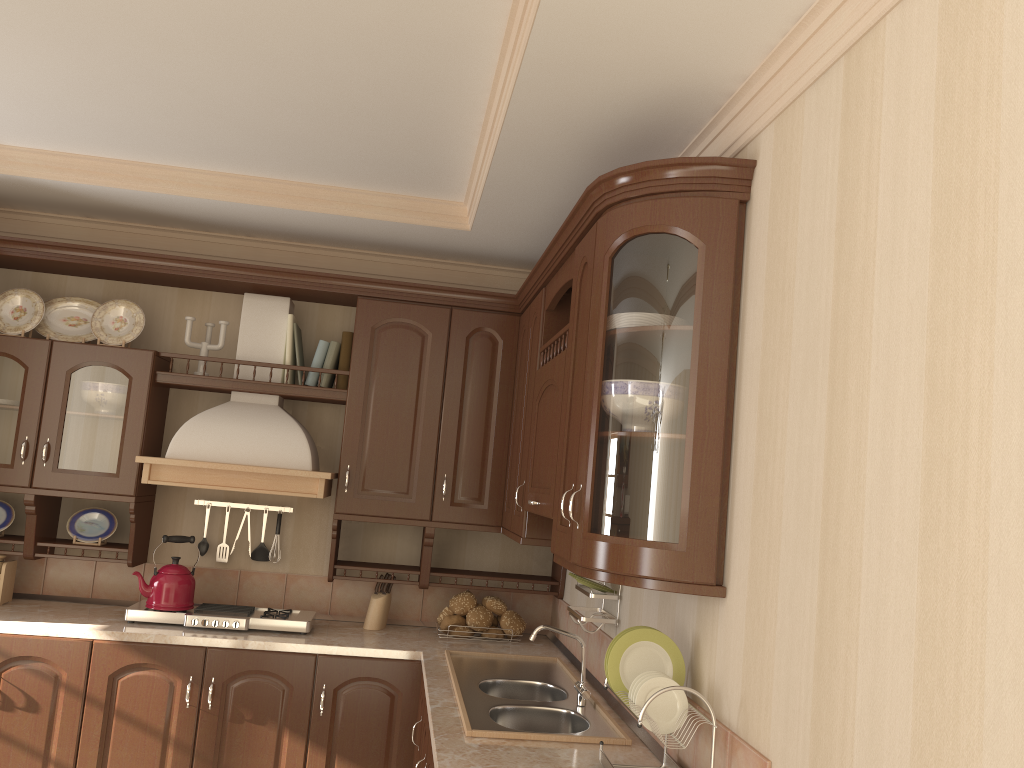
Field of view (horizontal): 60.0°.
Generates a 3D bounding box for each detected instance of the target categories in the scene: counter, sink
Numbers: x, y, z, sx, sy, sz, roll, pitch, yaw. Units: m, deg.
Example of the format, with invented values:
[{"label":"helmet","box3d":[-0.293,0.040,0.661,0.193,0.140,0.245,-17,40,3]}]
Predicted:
[{"label":"counter","box3d":[-0.966,0.908,2.694,2.603,0.034,2.422,6,-6,-7]},{"label":"sink","box3d":[0.038,0.934,2.889,0.448,0.348,1.077,6,-6,-7]}]

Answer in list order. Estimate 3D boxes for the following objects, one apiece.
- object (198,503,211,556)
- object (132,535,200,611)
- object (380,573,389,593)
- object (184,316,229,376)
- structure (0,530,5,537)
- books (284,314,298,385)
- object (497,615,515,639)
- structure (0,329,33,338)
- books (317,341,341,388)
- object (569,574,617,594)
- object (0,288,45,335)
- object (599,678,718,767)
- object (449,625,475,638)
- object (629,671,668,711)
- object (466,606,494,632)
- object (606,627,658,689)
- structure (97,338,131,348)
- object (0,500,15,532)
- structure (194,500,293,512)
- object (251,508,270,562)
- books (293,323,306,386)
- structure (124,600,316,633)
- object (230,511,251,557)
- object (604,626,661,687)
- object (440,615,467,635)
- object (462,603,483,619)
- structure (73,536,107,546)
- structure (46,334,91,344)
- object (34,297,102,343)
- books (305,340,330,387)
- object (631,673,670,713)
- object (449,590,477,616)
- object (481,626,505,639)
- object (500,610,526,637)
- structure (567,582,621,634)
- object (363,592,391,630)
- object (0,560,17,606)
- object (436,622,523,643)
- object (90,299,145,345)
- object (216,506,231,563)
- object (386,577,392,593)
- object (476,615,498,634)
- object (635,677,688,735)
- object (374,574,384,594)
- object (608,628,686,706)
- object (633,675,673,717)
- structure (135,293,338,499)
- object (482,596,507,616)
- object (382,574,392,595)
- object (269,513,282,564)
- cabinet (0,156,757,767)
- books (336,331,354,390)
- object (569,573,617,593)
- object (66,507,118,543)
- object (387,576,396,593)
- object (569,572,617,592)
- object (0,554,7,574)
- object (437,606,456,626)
[{"label":"object","box3d":[-1.335,0.634,3.865,0.048,0.231,0.015,6,-6,-5]},{"label":"object","box3d":[-1.353,0.743,3.517,0.181,0.282,0.227,3,-7,16]},{"label":"object","box3d":[-0.569,0.918,3.859,0.027,0.191,0.052,0,-8,39]},{"label":"object","box3d":[-1.339,-0.154,3.812,0.163,0.248,0.174,11,-9,-44]},{"label":"structure","box3d":[-2.162,0.565,3.661,0.110,0.126,0.080,6,-6,-7]},{"label":"books","box3d":[-0.971,-0.141,3.900,0.042,0.305,0.194,6,-6,-7]},{"label":"object","box3d":[-0.022,1.051,3.854,0.091,0.100,0.125,6,-6,-11]},{"label":"structure","box3d":[-2.068,-0.253,3.695,0.110,0.126,0.080,6,-6,-7]},{"label":"books","box3d":[-0.799,-0.075,3.907,0.080,0.209,0.205,6,-6,-7]},{"label":"object","box3d":[0.270,0.670,2.972,0.167,0.051,0.174,6,-6,-7]},{"label":"object","box3d":[-2.068,-0.303,3.703,0.220,0.210,0.068,6,-6,-9]},{"label":"object","box3d":[0.326,0.794,2.033,0.172,0.275,0.359,6,-6,-6]},{"label":"object","box3d":[-0.215,1.052,3.803,0.114,0.058,0.119,11,-8,-41]},{"label":"object","box3d":[0.330,0.730,2.059,0.123,0.119,0.034,6,-6,-7]},{"label":"object","box3d":[-0.139,0.997,3.774,0.110,0.102,0.115,3,-7,22]},{"label":"object","box3d":[0.324,0.692,2.163,0.193,0.188,0.047,6,-6,-6]},{"label":"structure","box3d":[-1.673,-0.213,3.741,0.110,0.126,0.080,6,-6,-7]},{"label":"object","box3d":[-2.163,0.548,3.666,0.202,0.143,0.071,6,-6,-9]},{"label":"structure","box3d":[-1.179,0.538,3.903,0.422,0.020,0.008,6,-6,-7]},{"label":"object","box3d":[-1.094,0.664,3.907,0.088,0.236,0.028,6,-6,-7]},{"label":"books","box3d":[-0.935,-0.119,3.909,0.068,0.271,0.194,6,-6,-7]},{"label":"structure","box3d":[-1.163,0.932,3.569,0.710,0.054,0.325,6,-6,-7]},{"label":"object","box3d":[-1.177,0.656,3.884,0.089,0.195,0.005,6,-6,-7]},{"label":"object","box3d":[0.322,0.694,2.181,0.193,0.188,0.047,6,-6,-6]},{"label":"object","box3d":[-0.250,1.027,3.779,0.104,0.092,0.114,0,-8,40]},{"label":"object","box3d":[-0.164,0.997,3.873,0.110,0.092,0.113,-1,-9,45]},{"label":"structure","box3d":[-1.756,0.606,3.706,0.110,0.126,0.080,6,-6,-7]},{"label":"structure","box3d":[-1.879,-0.228,3.772,0.154,0.126,0.080,6,-6,-7]},{"label":"object","box3d":[-1.874,-0.275,3.782,0.342,0.209,0.073,6,-6,-6]},{"label":"books","box3d":[-0.850,-0.080,3.910,0.086,0.209,0.205,6,-6,-7]},{"label":"object","box3d":[0.333,0.727,2.038,0.123,0.119,0.034,6,-6,-5]},{"label":"object","box3d":[-0.210,0.944,3.818,0.118,0.105,0.100,6,-6,-12]},{"label":"object","box3d":[-0.080,1.065,3.801,0.103,0.060,0.105,6,-6,-11]},{"label":"object","box3d":[0.002,1.024,3.789,0.097,0.106,0.117,0,-8,38]},{"label":"structure","box3d":[0.282,0.652,3.019,0.131,0.361,0.256,6,-6,-7]},{"label":"object","box3d":[-0.574,0.977,3.827,0.078,0.148,0.151,1,-7,31]},{"label":"object","box3d":[-2.190,0.796,3.597,0.276,0.170,0.140,6,-6,-11]},{"label":"object","box3d":[-0.144,1.061,3.817,0.364,0.060,0.199,6,-6,-7]},{"label":"object","box3d":[-1.666,-0.262,3.750,0.220,0.210,0.068,6,-6,-9]},{"label":"object","box3d":[-1.254,0.655,3.876,0.051,0.245,0.003,6,-6,-7]},{"label":"object","box3d":[-0.549,0.922,3.886,0.051,0.158,0.016,11,-9,-44]},{"label":"object","box3d":[-0.114,1.044,3.852,0.114,0.094,0.098,8,-7,-26]},{"label":"object","box3d":[0.337,0.723,1.997,0.123,0.119,0.034,6,-6,-7]},{"label":"object","box3d":[-0.590,0.924,3.836,0.053,0.198,0.027,8,-7,-23]},{"label":"object","box3d":[0.326,0.690,2.145,0.193,0.188,0.047,6,-6,-6]},{"label":"object","box3d":[0.335,0.725,2.018,0.123,0.119,0.034,6,-6,-7]},{"label":"structure","box3d":[-1.094,0.026,3.757,0.753,0.845,0.455,6,-6,-7]},{"label":"object","box3d":[-0.075,0.962,3.851,0.112,0.078,0.125,6,-6,-12]},{"label":"object","box3d":[-0.554,0.921,3.828,0.053,0.198,0.027,8,-7,-23]},{"label":"object","box3d":[-1.034,0.680,3.900,0.049,0.219,0.049,9,-7,-29]},{"label":"cabinet","box3d":[-1.235,0.544,2.707,3.226,2.313,2.436,6,-6,-7]},{"label":"books","box3d":[-0.732,-0.091,3.920,0.052,0.254,0.205,6,-6,-7]},{"label":"object","box3d":[0.271,0.667,2.972,0.167,0.051,0.174,6,-6,-7]},{"label":"object","box3d":[-1.757,0.590,3.712,0.202,0.143,0.071,6,-6,-9]},{"label":"object","box3d":[-0.537,0.917,3.863,0.050,0.159,0.022,10,-8,-37]},{"label":"object","box3d":[0.272,0.664,2.972,0.167,0.051,0.174,6,-6,-7]},{"label":"object","box3d":[-2.105,0.733,3.619,0.068,0.088,0.068,4,-6,9]},{"label":"object","box3d":[-0.270,1.014,3.849,0.123,0.109,0.092,10,-8,-39]}]
